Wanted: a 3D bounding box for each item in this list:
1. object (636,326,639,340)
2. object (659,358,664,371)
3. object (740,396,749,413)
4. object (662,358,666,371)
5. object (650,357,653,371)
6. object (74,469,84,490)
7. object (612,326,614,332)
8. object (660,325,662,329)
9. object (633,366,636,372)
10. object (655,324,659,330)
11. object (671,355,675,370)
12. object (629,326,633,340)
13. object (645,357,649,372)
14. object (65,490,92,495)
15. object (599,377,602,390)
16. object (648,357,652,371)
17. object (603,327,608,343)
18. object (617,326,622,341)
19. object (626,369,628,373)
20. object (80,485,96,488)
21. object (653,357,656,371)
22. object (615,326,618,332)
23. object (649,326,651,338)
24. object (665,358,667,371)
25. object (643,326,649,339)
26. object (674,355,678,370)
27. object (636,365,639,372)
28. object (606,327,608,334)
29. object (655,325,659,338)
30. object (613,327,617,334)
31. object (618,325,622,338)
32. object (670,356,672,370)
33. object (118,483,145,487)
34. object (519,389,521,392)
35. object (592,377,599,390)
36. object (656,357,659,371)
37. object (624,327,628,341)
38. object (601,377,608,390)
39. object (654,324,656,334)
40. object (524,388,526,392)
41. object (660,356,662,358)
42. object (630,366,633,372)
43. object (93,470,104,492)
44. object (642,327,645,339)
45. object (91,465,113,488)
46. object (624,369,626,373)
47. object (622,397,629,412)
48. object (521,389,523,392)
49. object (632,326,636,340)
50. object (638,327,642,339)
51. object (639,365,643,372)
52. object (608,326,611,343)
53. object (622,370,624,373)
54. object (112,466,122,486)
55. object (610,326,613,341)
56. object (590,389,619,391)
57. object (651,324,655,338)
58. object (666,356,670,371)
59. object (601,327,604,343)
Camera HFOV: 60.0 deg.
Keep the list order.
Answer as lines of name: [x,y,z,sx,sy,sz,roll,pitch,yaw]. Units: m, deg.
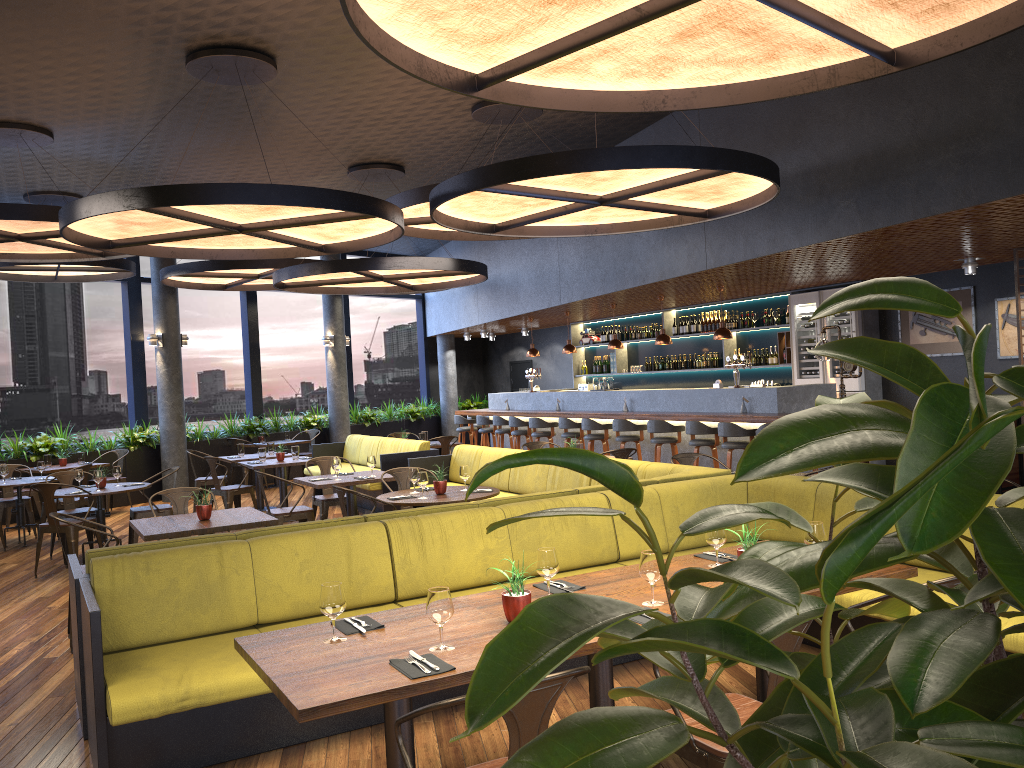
object: [2.278,-0.922,16.059,0.063,0.254,0.063,-3,0,9]
object: [2.595,-0.340,15.403,0.088,0.224,0.088,-3,0,-14]
object: [2.815,0.249,10.754,0.114,0.203,0.069,-3,0,6]
object: [2.640,-0.343,15.507,0.088,0.224,0.088,-3,0,26]
object: [2.467,-0.351,15.793,0.063,0.254,0.063,-3,1,-37]
object: [-4.482,0.987,9.185,0.097,0.206,0.097,-3,0,13]
object: [1.896,-0.936,16.702,0.085,0.310,0.086,-3,0,-2]
object: [2.599,-0.917,15.416,0.068,0.217,0.068,-3,0,-24]
object: [2.235,-0.275,16.100,0.084,0.119,0.084,-3,0,16]
object: [2.546,-0.933,15.570,0.063,0.254,0.063,-3,0,-1]
object: [2.743,-0.361,15.127,0.063,0.254,0.063,-3,0,13]
object: [2.156,-0.916,16.093,0.063,0.254,0.063,-3,0,33]
object: [2.386,-0.346,15.736,0.063,0.254,0.063,-3,0,33]
object: [-4.300,1.074,8.817,0.157,0.019,0.255,-3,0,14]
object: [1.410,-0.002,13.793,0.105,0.209,0.105,-3,0,6]
object: [2.435,-0.348,15.648,0.063,0.254,0.063,-3,1,-42]
object: [1.766,-0.930,16.747,0.085,0.310,0.086,-3,0,-2]
object: [1.977,-0.920,16.381,0.083,0.301,0.083,-3,0,-22]
object: [2.116,-0.240,16.282,0.042,0.059,0.042,-3,0,23]
object: [-4.482,1.079,9.360,0.255,0.019,0.157,-3,1,39]
object: [2.527,-0.354,15.685,0.063,0.254,0.063,-3,0,18]
object: [1.955,-0.939,16.611,0.085,0.310,0.086,-3,0,-2]
object: [2.469,-0.915,15.738,0.088,0.224,0.088,-3,0,-34]
object: [2.708,-0.346,15.432,0.088,0.224,0.088,-3,1,36]
object: [2.372,-0.910,15.694,0.088,0.224,0.088,-3,0,-34]
object: [2.804,-0.365,15.186,0.063,0.254,0.063,-3,0,33]
object: [2.276,-0.276,16.025,0.084,0.119,0.084,-3,0,16]
object: [1.807,-0.933,16.875,0.085,0.310,0.086,-3,0,12]
object: [2.514,-0.912,15.378,0.068,0.217,0.068,-3,1,-44]
object: [1.916,-0.936,16.480,0.085,0.310,0.086,-3,0,5]
object: [1.999,-0.940,16.526,0.085,0.310,0.086,-3,0,12]
object: [2.757,-0.363,15.283,0.063,0.254,0.063,-3,0,4]
object: [-3.983,1.054,9.279,0.255,0.019,0.157,-3,0,-31]
object: [0.157,0.118,16.842,0.042,0.059,0.042,-3,0,-31]
object: [1.309,0.003,13.875,0.105,0.209,0.105,-3,0,6]
object: [2.552,-0.354,15.556,0.063,0.254,0.063,-3,0,-1]
object: [2.075,-0.913,16.180,0.063,0.254,0.063,-3,1,43]
object: [1.425,-0.001,13.656,0.105,0.209,0.105,-3,0,6]
object: [2.527,-0.932,15.656,0.063,0.254,0.063,-3,0,-21]
object: [0.242,0.113,16.877,0.042,0.059,0.042,-3,0,-31]
object: [2.628,-0.358,15.602,0.063,0.254,0.063,-3,0,33]
object: [2.194,-0.273,16.174,0.084,0.119,0.084,-3,0,16]
object: [-4.151,0.971,8.896,0.097,0.206,0.097,-3,0,-22]
object: [2.363,-0.907,15.843,0.068,0.217,0.068,-3,0,-9]
object: [-4.241,0.939,9.149,0.260,0.271,0.238,-3,0,10]
object: [2.072,-0.237,16.284,0.042,0.059,0.042,-3,0,23]
object: [1.648,0.296,12.860,0.069,0.203,0.114,-3,1,-40]
object: [0.198,0.116,16.864,0.042,0.059,0.042,-3,0,-31]
object: [2.199,-0.918,15.976,0.063,0.254,0.063,-3,0,-11]
object: [2.278,-0.902,15.806,0.068,0.217,0.068,-3,1,-39]
object: [2.319,-0.278,15.948,0.084,0.119,0.084,-3,0,16]
object: [1.851,-0.934,16.789,0.085,0.310,0.086,-3,0,-18]
object: [2.058,-0.237,16.385,0.042,0.059,0.042,-3,0,23]
object: [-4.153,0.968,9.334,0.097,0.206,0.097,-3,0,33]
object: [1.868,-0.934,16.572,0.085,0.310,0.086,-3,0,-10]
object: [1.441,0.092,13.803,0.273,0.019,0.437,-3,0,-29]
object: [2.462,-0.928,15.538,0.063,0.254,0.063,-3,0,19]
object: [2.683,-0.359,15.250,0.063,0.254,0.063,-3,0,-11]
object: [1.724,-0.928,16.829,0.085,0.310,0.086,-3,0,5]
